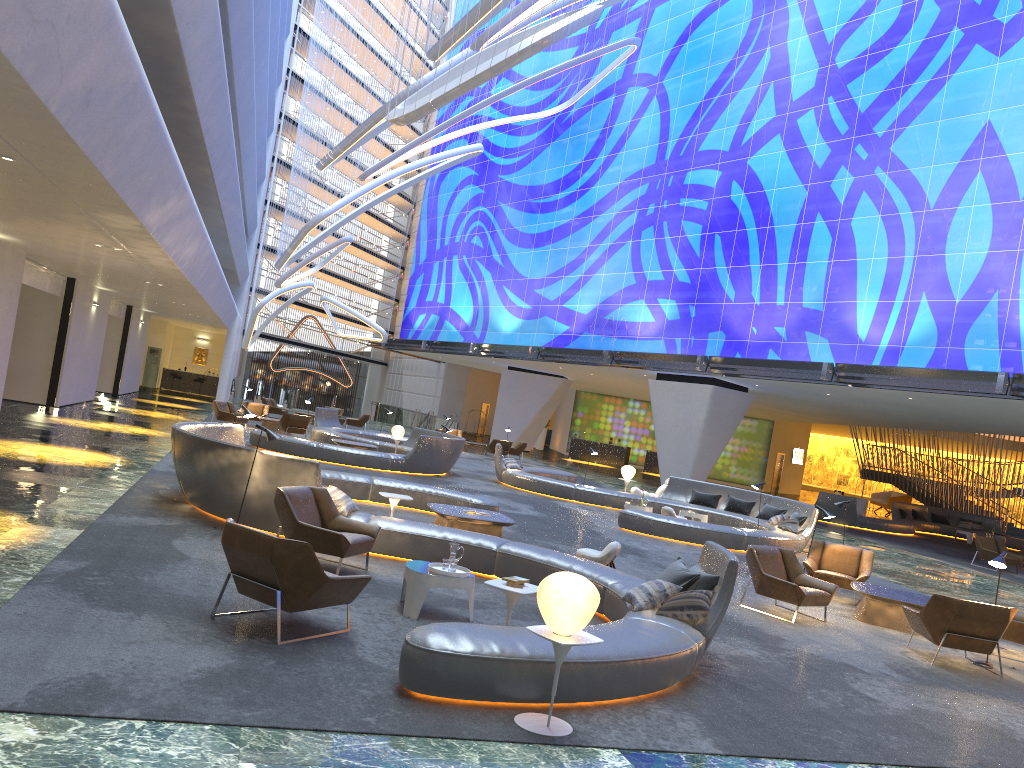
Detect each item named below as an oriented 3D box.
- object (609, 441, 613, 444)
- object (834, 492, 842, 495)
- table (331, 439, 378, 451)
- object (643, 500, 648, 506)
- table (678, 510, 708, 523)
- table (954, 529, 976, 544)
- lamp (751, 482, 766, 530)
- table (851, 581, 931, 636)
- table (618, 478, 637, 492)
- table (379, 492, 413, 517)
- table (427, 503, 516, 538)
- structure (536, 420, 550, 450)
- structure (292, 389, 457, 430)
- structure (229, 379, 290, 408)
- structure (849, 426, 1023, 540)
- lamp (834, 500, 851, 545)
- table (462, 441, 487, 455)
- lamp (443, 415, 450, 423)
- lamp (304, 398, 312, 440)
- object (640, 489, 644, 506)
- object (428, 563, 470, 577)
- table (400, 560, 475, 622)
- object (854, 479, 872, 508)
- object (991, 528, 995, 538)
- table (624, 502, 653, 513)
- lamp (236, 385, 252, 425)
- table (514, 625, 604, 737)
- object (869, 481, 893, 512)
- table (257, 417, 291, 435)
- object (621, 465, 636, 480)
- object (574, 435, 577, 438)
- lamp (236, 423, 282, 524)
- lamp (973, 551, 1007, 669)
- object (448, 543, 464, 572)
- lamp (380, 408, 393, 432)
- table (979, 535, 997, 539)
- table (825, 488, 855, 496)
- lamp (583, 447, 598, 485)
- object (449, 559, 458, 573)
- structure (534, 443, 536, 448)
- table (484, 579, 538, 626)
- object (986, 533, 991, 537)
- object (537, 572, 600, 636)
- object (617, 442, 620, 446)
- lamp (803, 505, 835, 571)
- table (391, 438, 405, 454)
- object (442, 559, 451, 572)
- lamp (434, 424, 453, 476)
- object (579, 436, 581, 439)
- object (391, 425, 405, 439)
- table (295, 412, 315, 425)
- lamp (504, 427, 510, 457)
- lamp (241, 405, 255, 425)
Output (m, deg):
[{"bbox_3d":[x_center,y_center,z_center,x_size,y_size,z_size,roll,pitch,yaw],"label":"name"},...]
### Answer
[{"bbox_3d":[5.006,2.973,44.929,0.150,0.145,0.150,9,-1,17],"label":"object"},{"bbox_3d":[11.928,4.141,32.485,0.318,0.387,0.366,10,-1,-9],"label":"object"},{"bbox_3d":[-4.163,1.743,23.267,1.205,0.392,1.202,10,-2,-16],"label":"table"},{"bbox_3d":[2.843,2.536,18.863,0.071,0.118,0.151,10,-1,-6],"label":"object"},{"bbox_3d":[3.932,3.005,19.503,0.673,0.406,0.671,10,-1,3],"label":"table"},{"bbox_3d":[16.095,5.432,31.491,0.669,0.406,0.675,9,-1,28],"label":"table"},{"bbox_3d":[5.419,2.810,19.725,0.385,1.300,0.201,10,0,-23],"label":"lamp"},{"bbox_3d":[5.056,2.963,11.653,1.201,0.392,1.205,9,-2,20],"label":"table"},{"bbox_3d":[3.052,2.873,23.897,0.419,0.595,0.426,10,-1,-42],"label":"table"},{"bbox_3d":[-1.536,1.717,11.329,0.418,0.595,0.427,10,0,-20],"label":"table"},{"bbox_3d":[-0.618,2.027,12.629,1.205,0.392,1.202,10,-2,-16],"label":"table"},{"bbox_3d":[1.752,2.739,50.622,1.025,2.051,0.770,10,0,-38],"label":"structure"},{"bbox_3d":[-10.818,5.001,59.170,9.318,8.399,19.709,10,-1,-16],"label":"structure"},{"bbox_3d":[-16.787,3.887,56.963,3.021,8.239,19.804,10,-1,-16],"label":"structure"},{"bbox_3d":[23.467,4.208,37.313,12.000,6.247,16.469,10,-1,-16],"label":"structure"},{"bbox_3d":[6.483,2.927,17.567,0.383,1.300,0.202,10,0,28],"label":"lamp"},{"bbox_3d":[-1.494,2.561,35.438,1.205,0.392,1.202,10,-2,-16],"label":"table"},{"bbox_3d":[-2.808,1.911,36.428,0.384,1.300,0.202,10,0,1],"label":"lamp"},{"bbox_3d":[-6.152,1.046,26.519,0.202,1.300,0.384,10,0,1],"label":"lamp"},{"bbox_3d":[2.771,2.400,18.741,0.076,0.356,0.066,10,0,41],"label":"object"},{"bbox_3d":[-0.565,1.671,7.968,0.382,0.038,0.380,10,-2,-24],"label":"object"},{"bbox_3d":[-0.685,1.878,8.054,0.672,0.406,0.672,10,-1,-20],"label":"table"},{"bbox_3d":[18.214,5.588,45.988,0.475,1.664,1.208,10,0,39],"label":"object"},{"bbox_3d":[16.319,5.041,30.042,0.077,0.356,0.066,10,0,-24],"label":"object"},{"bbox_3d":[2.595,2.758,18.824,0.669,0.406,0.675,9,-1,36],"label":"table"},{"bbox_3d":[-8.731,0.677,28.849,0.384,1.300,0.202,10,0,1],"label":"lamp"},{"bbox_3d":[0.270,1.861,5.578,0.419,0.595,0.426,10,-1,-42],"label":"table"},{"bbox_3d":[19.259,5.763,45.899,1.206,1.664,0.476,10,0,-6],"label":"object"},{"bbox_3d":[-7.417,1.327,27.858,1.205,0.392,1.201,10,-2,-16],"label":"table"},{"bbox_3d":[3.123,2.386,23.846,0.368,0.387,0.317,10,-1,-34],"label":"object"},{"bbox_3d":[3.268,2.696,45.596,0.149,0.150,0.149,9,-1,19],"label":"object"},{"bbox_3d":[-2.913,1.108,10.159,0.384,1.300,0.201,10,0,-16],"label":"lamp"},{"bbox_3d":[5.345,2.503,9.863,0.201,1.300,0.385,10,0,36],"label":"lamp"},{"bbox_3d":[-0.524,1.568,8.015,0.131,0.252,0.103,10,0,-33],"label":"object"},{"bbox_3d":[-4.323,1.463,30.057,0.384,1.300,0.202,10,0,1],"label":"lamp"},{"bbox_3d":[16.136,5.394,29.975,0.672,0.406,0.672,10,-1,-29],"label":"table"},{"bbox_3d":[16.587,5.753,45.028,1.239,0.727,2.313,9,-2,32],"label":"table"},{"bbox_3d":[2.083,2.371,24.003,0.202,1.300,0.383,9,0,-40],"label":"lamp"},{"bbox_3d":[-0.525,1.633,7.919,0.071,0.118,0.071,9,0,42],"label":"object"},{"bbox_3d":[1.642,2.785,52.758,1.019,2.051,0.775,10,0,45],"label":"structure"},{"bbox_3d":[-0.045,1.835,6.805,0.426,0.595,0.419,9,0,28],"label":"table"},{"bbox_3d":[16.230,5.151,30.179,0.151,0.118,0.071,9,0,19],"label":"object"},{"bbox_3d":[0.341,1.373,5.527,0.368,0.387,0.317,10,-1,-34],"label":"object"},{"bbox_3d":[5.393,3.036,44.818,0.150,0.145,0.150,9,-1,17],"label":"object"},{"bbox_3d":[4.560,2.471,13.275,0.383,1.300,0.202,10,0,37],"label":"lamp"},{"bbox_3d":[-3.217,1.829,24.620,0.418,0.595,0.427,10,0,-17],"label":"table"},{"bbox_3d":[-0.589,1.620,7.873,0.071,0.118,0.071,10,0,-34],"label":"object"},{"bbox_3d":[-1.758,1.665,22.230,0.384,1.300,0.202,10,0,1],"label":"lamp"},{"bbox_3d":[3.495,2.752,45.516,0.107,0.108,0.111,9,-1,19],"label":"object"},{"bbox_3d":[-3.166,1.338,24.578,0.367,0.387,0.318,10,-1,-9],"label":"object"},{"bbox_3d":[-8.310,1.432,36.448,1.203,0.392,1.204,10,-2,2],"label":"table"},{"bbox_3d":[-0.229,2.280,34.099,0.202,1.300,0.384,10,0,1],"label":"lamp"},{"bbox_3d":[-4.285,0.988,13.971,0.383,1.300,0.202,10,0,33],"label":"lamp"}]
